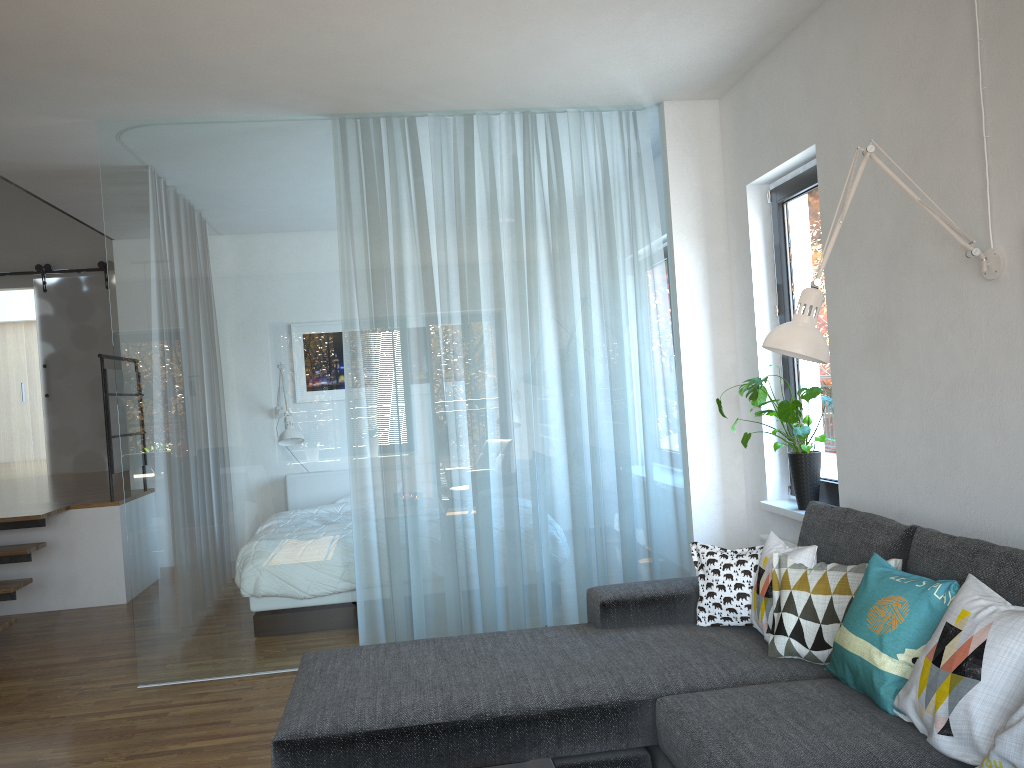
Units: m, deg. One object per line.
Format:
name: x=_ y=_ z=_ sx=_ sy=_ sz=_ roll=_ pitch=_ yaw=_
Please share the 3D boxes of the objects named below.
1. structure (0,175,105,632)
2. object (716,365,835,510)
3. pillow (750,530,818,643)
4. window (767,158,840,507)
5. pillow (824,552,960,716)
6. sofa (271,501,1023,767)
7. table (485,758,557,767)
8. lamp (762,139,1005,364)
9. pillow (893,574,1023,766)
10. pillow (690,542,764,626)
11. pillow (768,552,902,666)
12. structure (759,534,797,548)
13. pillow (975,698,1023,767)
structure: x=-4.152 y=-0.232 z=5.007 sx=2.684 sy=4.131 sz=4.582 roll=-4 pitch=0 yaw=-8
object: x=1.216 y=0.246 z=4.023 sx=0.447 sy=0.675 sz=0.657 roll=-4 pitch=0 yaw=-17
pillow: x=0.909 y=0.690 z=2.972 sx=0.173 sy=0.344 sz=0.360 roll=-4 pitch=0 yaw=-8
window: x=13.488 y=1.167 z=10.984 sx=24.374 sy=18.373 sz=13.975 roll=-4 pitch=0 yaw=-1
pillow: x=1.046 y=0.671 z=2.422 sx=0.273 sy=0.340 sz=0.414 roll=-4 pitch=0 yaw=-8
sofa: x=0.445 y=0.898 z=2.188 sx=2.163 sy=0.848 sz=2.509 roll=-4 pitch=0 yaw=-8
table: x=-0.084 y=1.141 z=1.601 sx=0.570 sy=0.409 sz=1.179 roll=-4 pitch=0 yaw=-8
lamp: x=1.102 y=-0.407 z=2.720 sx=0.698 sy=0.670 sz=0.200 roll=-4 pitch=0 yaw=2
pillow: x=1.096 y=0.681 z=2.074 sx=0.285 sy=0.368 sz=0.436 roll=-4 pitch=0 yaw=-8
pillow: x=0.793 y=0.727 z=3.178 sx=0.334 sy=0.320 sz=0.160 roll=-4 pitch=0 yaw=28
pillow: x=1.013 y=0.701 z=2.749 sx=0.242 sy=0.363 sz=0.454 roll=-4 pitch=0 yaw=-41
structure: x=1.318 y=0.967 z=3.998 sx=0.076 sy=0.459 sz=0.817 roll=-4 pitch=0 yaw=-10
pillow: x=1.134 y=0.671 z=1.732 sx=0.265 sy=0.318 sz=0.382 roll=-4 pitch=0 yaw=-8
